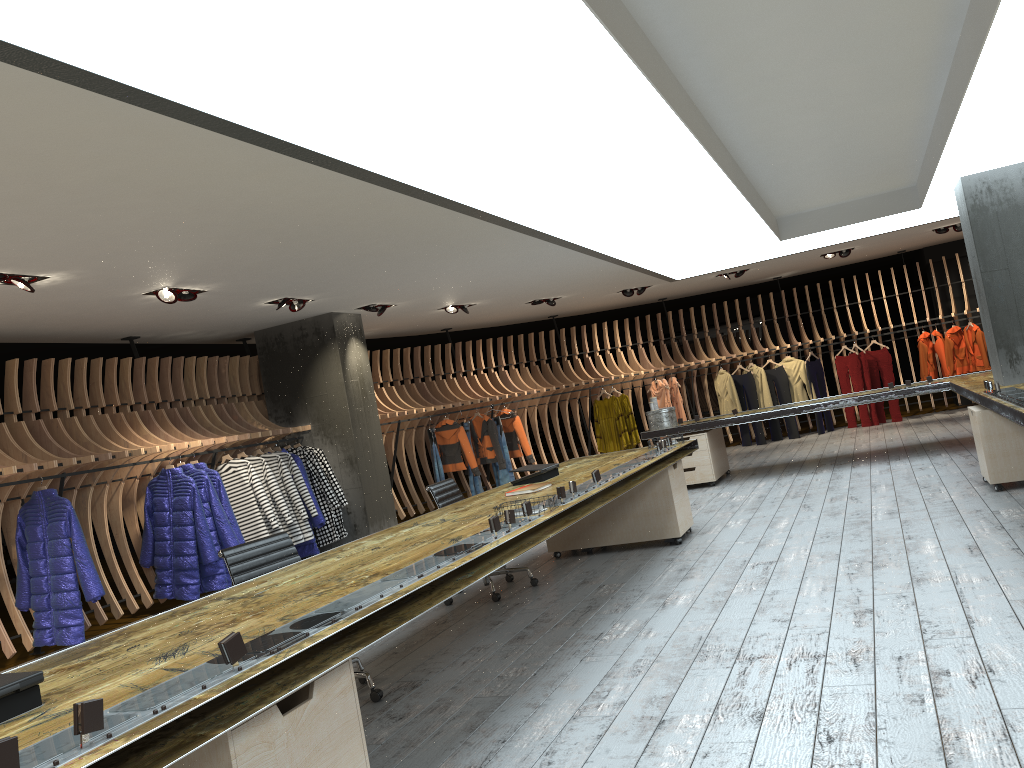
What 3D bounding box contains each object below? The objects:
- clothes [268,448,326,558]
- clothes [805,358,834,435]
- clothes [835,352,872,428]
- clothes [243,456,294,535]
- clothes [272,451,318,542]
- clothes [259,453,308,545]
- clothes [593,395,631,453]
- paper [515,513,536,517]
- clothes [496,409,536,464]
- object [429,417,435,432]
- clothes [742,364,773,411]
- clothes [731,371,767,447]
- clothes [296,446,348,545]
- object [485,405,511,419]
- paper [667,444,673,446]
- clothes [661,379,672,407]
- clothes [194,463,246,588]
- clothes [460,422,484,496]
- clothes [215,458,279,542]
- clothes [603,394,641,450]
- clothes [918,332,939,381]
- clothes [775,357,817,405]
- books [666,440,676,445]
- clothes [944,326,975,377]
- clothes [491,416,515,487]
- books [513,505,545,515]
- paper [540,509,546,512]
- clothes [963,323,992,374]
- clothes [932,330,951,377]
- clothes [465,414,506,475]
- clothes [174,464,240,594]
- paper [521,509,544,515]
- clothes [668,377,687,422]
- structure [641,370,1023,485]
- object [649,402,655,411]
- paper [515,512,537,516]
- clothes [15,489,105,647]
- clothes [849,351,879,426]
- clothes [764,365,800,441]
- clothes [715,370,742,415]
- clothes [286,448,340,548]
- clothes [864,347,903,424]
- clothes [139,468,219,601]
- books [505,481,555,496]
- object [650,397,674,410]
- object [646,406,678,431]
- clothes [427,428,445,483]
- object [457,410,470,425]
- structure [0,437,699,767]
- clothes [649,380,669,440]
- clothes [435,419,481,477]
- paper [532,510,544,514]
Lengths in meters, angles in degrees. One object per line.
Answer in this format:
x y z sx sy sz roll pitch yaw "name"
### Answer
-2.474 1.328 9.858 0.884 1.240 0.245 -11 -3 19 "clothes"
5.123 0.248 14.737 0.540 1.354 0.087 -8 -4 -44 "clothes"
5.630 0.159 14.615 0.093 1.339 0.551 -9 -3 -23 "clothes"
-2.610 1.262 9.214 0.751 1.063 0.128 -11 -3 20 "clothes"
-2.445 1.245 9.623 0.751 1.063 0.128 -11 -3 20 "clothes"
-2.512 1.252 9.458 0.751 1.063 0.128 -11 -3 20 "clothes"
1.603 0.720 14.406 0.168 1.045 0.663 -8 -3 -37 "clothes"
0.061 0.656 4.483 0.176 0.003 0.130 -11 -2 20 "paper"
-0.029 0.811 13.572 0.201 0.882 0.838 -8 -3 -38 "clothes"
-1.143 0.560 12.576 0.023 0.243 0.549 -11 -2 3 "object"
4.107 0.111 14.864 0.250 0.890 0.703 -9 -3 -27 "clothes"
3.954 0.470 14.837 0.088 1.354 0.538 -9 -3 -34 "clothes"
-2.223 1.277 10.130 0.798 1.186 0.192 -11 -3 22 "clothes"
-0.295 0.431 13.415 0.549 0.243 0.023 -10 -3 -2 "object"
1.313 0.528 7.621 0.176 0.003 0.130 -11 -2 20 "paper"
2.610 0.480 14.728 0.125 1.157 0.446 -10 -3 -8 "clothes"
-3.014 1.386 8.586 0.884 1.240 0.245 -11 -3 19 "clothes"
-0.595 1.255 12.973 0.200 1.423 0.309 -11 -3 14 "clothes"
-2.697 1.271 8.996 0.751 1.063 0.128 -11 -3 20 "clothes"
1.770 0.691 14.475 0.168 1.045 0.663 -8 -3 -37 "clothes"
6.658 -0.397 14.200 0.200 0.882 0.840 -12 -3 37 "clothes"
4.692 -0.001 14.801 0.703 0.890 0.250 -13 -4 42 "clothes"
1.328 0.509 7.616 0.155 0.025 0.110 -11 -2 17 "books"
7.043 -0.475 14.005 0.840 0.882 0.200 -9 -3 -38 "clothes"
-0.163 1.188 13.378 0.309 1.423 0.200 -10 -3 -6 "clothes"
0.077 0.637 4.478 0.155 0.025 0.110 -11 -2 17 "books"
0.075 0.652 4.482 0.176 0.004 0.130 -11 -2 24 "paper"
7.243 -0.516 13.869 0.201 0.882 0.839 -11 -2 2 "clothes"
6.882 -0.440 14.145 0.200 0.882 0.840 -12 -3 27 "clothes"
-0.440 0.876 13.172 0.838 0.882 0.201 -13 -3 42 "clothes"
-3.009 1.377 8.391 0.883 1.247 0.249 -11 -3 19 "clothes"
0.075 0.649 4.483 0.176 0.004 0.130 -11 -2 28 "paper"
2.770 0.452 14.754 0.125 1.157 0.446 -10 -3 -13 "clothes"
0.793 0.783 2.206 4.830 0.845 18.483 -11 -2 22 "structure"
1.699 0.275 10.775 0.062 0.109 0.062 -10 -3 -12 "object"
0.075 0.650 4.482 0.176 0.004 0.130 -11 -2 27 "paper"
-3.652 1.452 6.998 0.884 1.240 0.245 -11 -3 19 "clothes"
5.786 0.129 14.568 0.093 1.339 0.551 -10 -3 -8 "clothes"
4.461 0.376 14.814 0.088 1.354 0.538 -8 -4 -44 "clothes"
3.586 0.206 14.850 0.250 0.890 0.703 -10 -3 -17 "clothes"
-2.285 1.282 9.953 0.806 1.188 0.192 -11 -3 22 "clothes"
6.055 0.076 14.476 0.093 1.339 0.550 -9 -3 -28 "clothes"
-3.204 1.419 8.319 0.879 1.261 0.242 -11 -3 18 "clothes"
0.123 0.675 5.730 0.212 0.026 0.366 -11 -2 22 "books"
1.825 0.247 10.817 0.262 0.204 0.088 -11 -3 20 "object"
1.843 0.428 10.873 0.302 0.239 0.498 -11 -2 22 "object"
-1.003 1.316 12.545 0.200 1.423 0.308 -10 -3 -1 "clothes"
-0.732 0.498 13.017 0.023 0.243 0.549 -11 -2 18 "object"
-0.799 1.105 3.084 1.161 0.845 10.456 -11 -2 22 "structure"
2.498 0.500 14.703 0.125 1.157 0.446 -9 -3 -33 "clothes"
-0.878 0.943 12.820 0.838 0.882 0.201 -12 -3 37 "clothes"
0.075 0.652 4.482 0.176 0.004 0.130 -12 -2 30 "paper"
